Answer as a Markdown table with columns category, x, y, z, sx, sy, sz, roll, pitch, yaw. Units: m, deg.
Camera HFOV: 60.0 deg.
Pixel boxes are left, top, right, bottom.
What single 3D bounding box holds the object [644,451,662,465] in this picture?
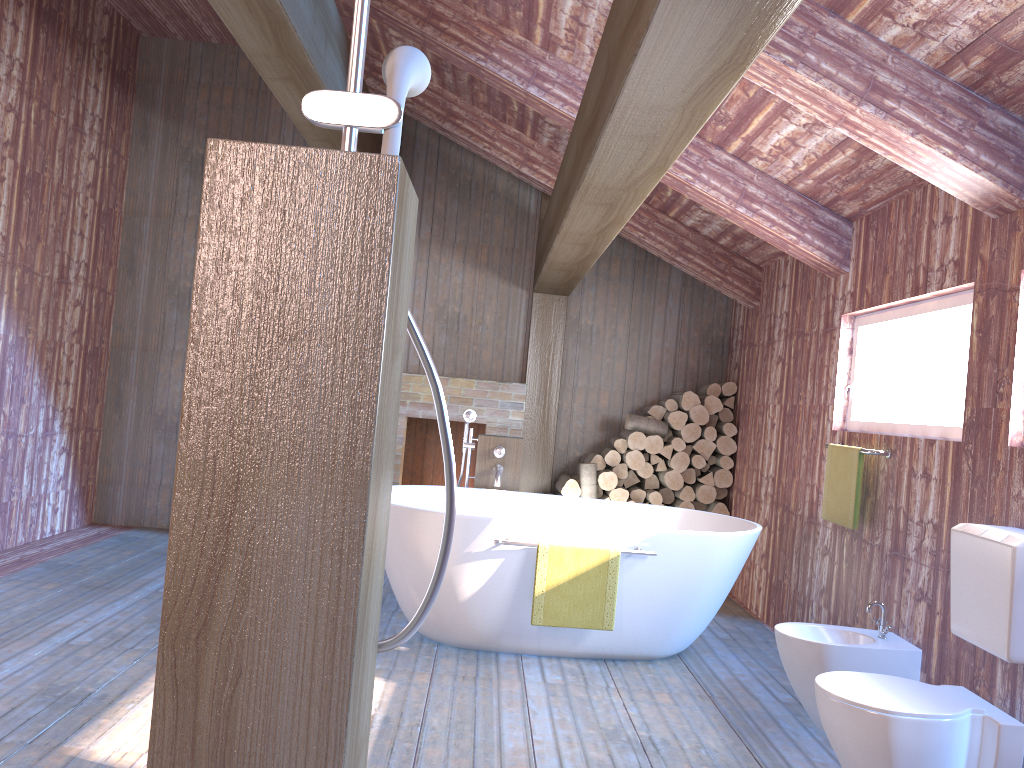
| category | x | y | z | sx | sy | sz | roll | pitch | yaw |
| --- | --- | --- | --- | --- | --- | --- | --- | --- | --- |
| object | 1.015 | 0.535 | 6.380 | 0.088 | 0.092 | 0.280 | 5 | -1 | 0 |

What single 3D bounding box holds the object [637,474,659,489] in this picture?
| category | x | y | z | sx | sy | sz | roll | pitch | yaw |
| --- | --- | --- | --- | --- | --- | --- | --- | --- | --- |
| object | 0.997 | 0.705 | 6.476 | 0.104 | 0.127 | 0.321 | 5 | -1 | -1 |

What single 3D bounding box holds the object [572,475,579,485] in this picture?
| category | x | y | z | sx | sy | sz | roll | pitch | yaw |
| --- | --- | --- | --- | --- | --- | --- | --- | --- | --- |
| object | 0.492 | 0.716 | 6.471 | 0.099 | 0.093 | 0.280 | 5 | -1 | 0 |

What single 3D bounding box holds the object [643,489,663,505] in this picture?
| category | x | y | z | sx | sy | sz | roll | pitch | yaw |
| --- | --- | --- | --- | --- | --- | --- | --- | --- | --- |
| object | 0.985 | 0.798 | 6.374 | 0.098 | 0.100 | 0.437 | 5 | -1 | -3 |

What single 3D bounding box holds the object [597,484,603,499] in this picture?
| category | x | y | z | sx | sy | sz | roll | pitch | yaw |
| --- | --- | --- | --- | --- | --- | --- | --- | --- | --- |
| object | 0.587 | 0.766 | 6.458 | 0.121 | 0.124 | 0.291 | 5 | -1 | 0 |

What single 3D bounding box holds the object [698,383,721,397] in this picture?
| category | x | y | z | sx | sy | sz | roll | pitch | yaw |
| --- | --- | --- | --- | --- | --- | --- | --- | --- | --- |
| object | 1.435 | 0.057 | 6.437 | 0.104 | 0.121 | 0.270 | 5 | -1 | 0 |

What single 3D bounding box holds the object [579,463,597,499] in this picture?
| category | x | y | z | sx | sy | sz | roll | pitch | yaw |
| --- | --- | --- | --- | --- | --- | --- | --- | --- | --- |
| object | 0.532 | 0.699 | 6.194 | 0.147 | 0.298 | 0.109 | 5 | -1 | 1 |

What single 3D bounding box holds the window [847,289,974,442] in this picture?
| category | x | y | z | sx | sy | sz | roll | pitch | yaw |
| --- | --- | --- | --- | --- | --- | --- | --- | --- | --- |
| window | 1.732 | -0.062 | 3.835 | 0.054 | 0.587 | 1.255 | 5 | -1 | -1 |

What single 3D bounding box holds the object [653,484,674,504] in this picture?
| category | x | y | z | sx | sy | sz | roll | pitch | yaw |
| --- | --- | --- | --- | --- | --- | --- | --- | --- | --- |
| object | 1.095 | 0.800 | 6.478 | 0.116 | 0.118 | 0.289 | 5 | -1 | -4 |

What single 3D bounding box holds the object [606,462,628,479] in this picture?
| category | x | y | z | sx | sy | sz | roll | pitch | yaw |
| --- | --- | --- | --- | --- | --- | --- | --- | --- | --- |
| object | 0.756 | 0.615 | 6.382 | 0.111 | 0.113 | 0.301 | 5 | -1 | -2 |

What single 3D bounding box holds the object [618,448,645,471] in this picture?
| category | x | y | z | sx | sy | sz | roll | pitch | yaw |
| --- | --- | --- | --- | --- | --- | --- | --- | --- | --- |
| object | 0.844 | 0.532 | 6.374 | 0.141 | 0.143 | 0.437 | 5 | -1 | -3 |

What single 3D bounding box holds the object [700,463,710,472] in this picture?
| category | x | y | z | sx | sy | sz | roll | pitch | yaw |
| --- | --- | --- | --- | --- | --- | --- | --- | --- | --- |
| object | 1.365 | 0.593 | 6.379 | 0.067 | 0.069 | 0.177 | 5 | -1 | -1 |

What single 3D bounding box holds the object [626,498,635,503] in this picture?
| category | x | y | z | sx | sy | sz | roll | pitch | yaw |
| --- | --- | --- | --- | --- | --- | --- | --- | --- | --- |
| object | 0.816 | 0.862 | 6.366 | 0.098 | 0.100 | 0.437 | 5 | -1 | -3 |

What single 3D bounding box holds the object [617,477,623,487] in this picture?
| category | x | y | z | sx | sy | sz | roll | pitch | yaw |
| --- | --- | --- | --- | --- | --- | --- | --- | --- | --- |
| object | 0.755 | 0.696 | 6.381 | 0.064 | 0.068 | 0.174 | 5 | -1 | -2 |

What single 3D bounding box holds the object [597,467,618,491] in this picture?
| category | x | y | z | sx | sy | sz | roll | pitch | yaw |
| --- | --- | --- | --- | --- | --- | --- | --- | --- | --- |
| object | 0.662 | 0.672 | 6.369 | 0.138 | 0.147 | 0.440 | 5 | -1 | -1 |

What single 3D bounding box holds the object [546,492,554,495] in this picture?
| category | x | y | z | sx | sy | sz | roll | pitch | yaw |
| --- | --- | --- | --- | --- | --- | --- | --- | --- | --- |
| object | 0.282 | 0.848 | 6.408 | 0.101 | 0.103 | 0.242 | 5 | -1 | 0 |

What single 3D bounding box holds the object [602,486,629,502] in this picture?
| category | x | y | z | sx | sy | sz | roll | pitch | yaw |
| --- | --- | --- | --- | --- | --- | --- | --- | --- | --- |
| object | 0.739 | 0.788 | 6.385 | 0.139 | 0.148 | 0.458 | 5 | -1 | -1 |

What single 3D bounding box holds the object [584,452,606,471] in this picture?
| category | x | y | z | sx | sy | sz | roll | pitch | yaw |
| --- | --- | --- | --- | --- | --- | --- | --- | --- | --- |
| object | 0.598 | 0.557 | 6.410 | 0.114 | 0.113 | 0.301 | 5 | -1 | -4 |

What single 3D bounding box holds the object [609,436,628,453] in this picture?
| category | x | y | z | sx | sy | sz | roll | pitch | yaw |
| --- | --- | --- | --- | --- | --- | --- | --- | --- | --- |
| object | 0.768 | 0.435 | 6.384 | 0.106 | 0.112 | 0.282 | 5 | -1 | 0 |

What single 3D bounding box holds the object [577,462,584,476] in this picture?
| category | x | y | z | sx | sy | sz | roll | pitch | yaw |
| --- | --- | --- | --- | --- | --- | --- | --- | --- | --- |
| object | 0.541 | 0.638 | 6.476 | 0.108 | 0.113 | 0.302 | 5 | -1 | -1 |

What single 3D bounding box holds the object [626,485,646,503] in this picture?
| category | x | y | z | sx | sy | sz | roll | pitch | yaw |
| --- | --- | --- | --- | --- | --- | --- | --- | --- | --- |
| object | 0.882 | 0.792 | 6.376 | 0.114 | 0.120 | 0.303 | 5 | -1 | 0 |

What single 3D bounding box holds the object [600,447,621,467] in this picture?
| category | x | y | z | sx | sy | sz | roll | pitch | yaw |
| --- | --- | --- | --- | --- | --- | --- | --- | --- | --- |
| object | 0.707 | 0.520 | 6.366 | 0.115 | 0.123 | 0.291 | 5 | -1 | 0 |

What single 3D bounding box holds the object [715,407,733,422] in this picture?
| category | x | y | z | sx | sy | sz | roll | pitch | yaw |
| --- | --- | --- | --- | --- | --- | --- | --- | --- | --- |
| object | 1.522 | 0.224 | 6.438 | 0.107 | 0.115 | 0.269 | 5 | -1 | 0 |

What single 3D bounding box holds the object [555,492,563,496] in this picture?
| category | x | y | z | sx | sy | sz | roll | pitch | yaw |
| --- | --- | --- | --- | --- | --- | --- | --- | --- | --- |
| object | 0.383 | 0.860 | 6.357 | 0.137 | 0.133 | 0.437 | 5 | -1 | -3 |

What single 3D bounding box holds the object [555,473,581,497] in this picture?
| category | x | y | z | sx | sy | sz | roll | pitch | yaw |
| --- | --- | --- | --- | --- | --- | --- | --- | --- | --- |
| object | 0.400 | 0.731 | 6.371 | 0.139 | 0.137 | 0.455 | 5 | -1 | -3 |

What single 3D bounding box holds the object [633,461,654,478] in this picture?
| category | x | y | z | sx | sy | sz | roll | pitch | yaw |
| --- | --- | --- | --- | --- | --- | --- | --- | --- | --- |
| object | 0.936 | 0.605 | 6.373 | 0.115 | 0.123 | 0.291 | 5 | -1 | 0 |

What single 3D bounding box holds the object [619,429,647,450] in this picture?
| category | x | y | z | sx | sy | sz | roll | pitch | yaw |
| --- | --- | --- | --- | --- | --- | --- | --- | --- | --- |
| object | 0.869 | 0.397 | 6.383 | 0.135 | 0.145 | 0.439 | 5 | -1 | -1 |

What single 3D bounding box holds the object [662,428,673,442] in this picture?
| category | x | y | z | sx | sy | sz | roll | pitch | yaw |
| --- | --- | --- | --- | --- | --- | --- | --- | --- | --- |
| object | 1.088 | 0.354 | 6.484 | 0.121 | 0.124 | 0.291 | 5 | -1 | 0 |

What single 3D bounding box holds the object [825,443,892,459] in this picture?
| category | x | y | z | sx | sy | sz | roll | pitch | yaw |
| --- | --- | --- | --- | --- | --- | --- | --- | --- | --- |
| object | 1.559 | 0.298 | 4.048 | 0.091 | 0.043 | 0.581 | 5 | -1 | -1 |

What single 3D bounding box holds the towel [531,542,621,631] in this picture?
| category | x | y | z | sx | sy | sz | roll | pitch | yaw |
| --- | --- | --- | --- | --- | --- | --- | --- | --- | --- |
| towel | 0.280 | 0.889 | 3.891 | 0.370 | 0.361 | 0.032 | 5 | -1 | -5 |

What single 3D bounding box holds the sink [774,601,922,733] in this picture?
| category | x | y | z | sx | sy | sz | roll | pitch | yaw |
| --- | --- | --- | --- | --- | --- | --- | --- | --- | --- |
| sink | 1.282 | 1.098 | 3.474 | 0.515 | 0.517 | 0.335 | 5 | -1 | -1 |

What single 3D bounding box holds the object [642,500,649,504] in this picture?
| category | x | y | z | sx | sy | sz | roll | pitch | yaw |
| --- | --- | --- | --- | --- | --- | --- | --- | --- | --- |
| object | 0.908 | 0.872 | 6.375 | 0.086 | 0.089 | 0.279 | 5 | -1 | -3 |

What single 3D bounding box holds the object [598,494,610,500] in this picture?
| category | x | y | z | sx | sy | sz | roll | pitch | yaw |
| --- | --- | --- | --- | --- | --- | --- | --- | --- | --- |
| object | 0.609 | 0.871 | 6.388 | 0.155 | 0.174 | 0.483 | 5 | -1 | -3 |

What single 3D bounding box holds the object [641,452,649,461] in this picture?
| category | x | y | z | sx | sy | sz | roll | pitch | yaw |
| --- | --- | --- | --- | --- | --- | --- | --- | --- | --- |
| object | 0.941 | 0.519 | 6.363 | 0.057 | 0.061 | 0.156 | 5 | -1 | -2 |

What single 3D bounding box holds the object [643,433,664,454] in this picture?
| category | x | y | z | sx | sy | sz | roll | pitch | yaw |
| --- | --- | --- | --- | --- | --- | --- | --- | --- | --- |
| object | 0.982 | 0.421 | 6.386 | 0.138 | 0.147 | 0.440 | 5 | -1 | -1 |

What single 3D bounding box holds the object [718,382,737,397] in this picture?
| category | x | y | z | sx | sy | sz | roll | pitch | yaw |
| --- | --- | --- | --- | --- | --- | --- | --- | --- | --- |
| object | 1.543 | 0.043 | 6.442 | 0.112 | 0.113 | 0.271 | 5 | -1 | -1 |

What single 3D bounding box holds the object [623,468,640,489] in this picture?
| category | x | y | z | sx | sy | sz | roll | pitch | yaw |
| --- | --- | --- | --- | --- | --- | --- | --- | --- | --- |
| object | 0.849 | 0.677 | 6.471 | 0.128 | 0.150 | 0.323 | 5 | -1 | -1 |

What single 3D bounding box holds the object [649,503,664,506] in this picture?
| category | x | y | z | sx | sy | sz | roll | pitch | yaw |
| --- | --- | --- | --- | --- | --- | --- | --- | --- | --- |
| object | 1.016 | 0.897 | 6.379 | 0.111 | 0.113 | 0.301 | 5 | -1 | -3 |

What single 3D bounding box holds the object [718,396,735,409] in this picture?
| category | x | y | z | sx | sy | sz | roll | pitch | yaw |
| --- | --- | --- | --- | --- | --- | --- | --- | --- | --- |
| object | 1.539 | 0.129 | 6.456 | 0.081 | 0.100 | 0.281 | 5 | -1 | -1 |

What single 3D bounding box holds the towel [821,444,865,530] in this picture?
| category | x | y | z | sx | sy | sz | roll | pitch | yaw |
| --- | --- | --- | --- | --- | --- | --- | --- | --- | --- |
| towel | 1.508 | 0.461 | 4.049 | 0.032 | 0.361 | 0.370 | 5 | -1 | -1 |
